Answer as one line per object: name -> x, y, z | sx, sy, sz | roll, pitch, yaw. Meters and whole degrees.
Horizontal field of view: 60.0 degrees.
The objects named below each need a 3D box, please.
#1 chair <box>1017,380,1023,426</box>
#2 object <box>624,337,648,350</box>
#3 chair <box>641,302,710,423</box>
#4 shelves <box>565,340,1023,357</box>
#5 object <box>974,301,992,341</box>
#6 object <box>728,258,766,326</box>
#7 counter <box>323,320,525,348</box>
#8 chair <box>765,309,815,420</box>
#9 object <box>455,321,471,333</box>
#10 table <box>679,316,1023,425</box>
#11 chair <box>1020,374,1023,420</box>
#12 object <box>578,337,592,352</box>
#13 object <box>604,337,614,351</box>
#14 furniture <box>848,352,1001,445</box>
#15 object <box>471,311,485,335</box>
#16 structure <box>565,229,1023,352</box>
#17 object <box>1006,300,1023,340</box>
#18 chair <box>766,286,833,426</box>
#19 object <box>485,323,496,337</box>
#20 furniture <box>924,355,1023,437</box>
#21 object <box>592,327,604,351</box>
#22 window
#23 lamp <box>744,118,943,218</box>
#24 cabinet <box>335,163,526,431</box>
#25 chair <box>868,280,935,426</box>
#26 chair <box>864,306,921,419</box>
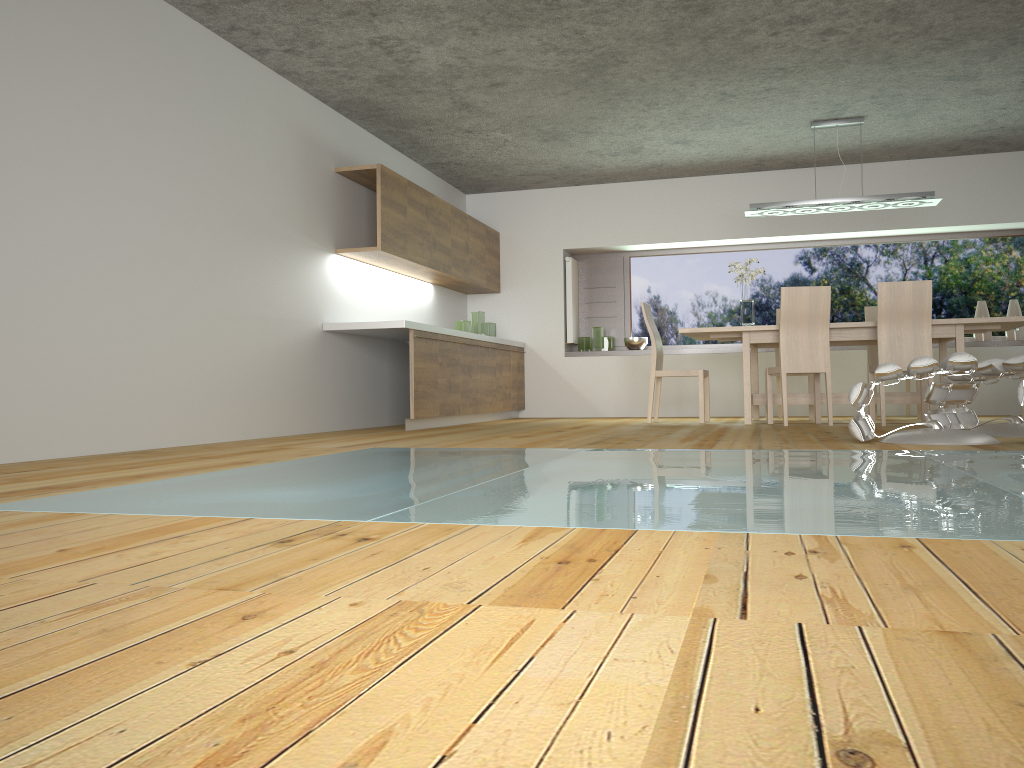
chair -> 2.803, -0.210, 3.962 | 0.913, 0.970, 0.569 | -2, -2, 41
object -> 1.309, -0.418, 9.349 | 0.247, 0.137, 0.247 | 0, -1, -39
chair -> 1.385, -0.183, 7.504 | 0.506, 1.018, 0.404 | -1, -2, 19
shelves -> 2.952, -0.349, 8.892 | 4.869, 0.054, 0.403 | -1, -1, 16
object -> 4.458, -0.594, 8.402 | 0.153, 0.385, 0.153 | -1, -2, 12
object -> 1.954, -0.746, 7.353 | 0.304, 0.608, 0.302 | -1, -2, 19
counter -> -0.624, -0.417, 8.008 | 0.652, 0.054, 3.283 | -1, -1, 16
chair -> 2.518, -0.194, 7.941 | 0.404, 1.018, 0.506 | -2, -2, 27
object -> -0.468, -0.521, 8.473 | 0.111, 0.160, 0.112 | -2, -2, 41
table -> 2.686, -0.074, 7.086 | 2.499, 0.756, 1.199 | -1, -1, 19
chair -> 4.089, -0.227, 6.630 | 0.506, 1.018, 0.404 | -2, -2, 29
object -> 0.782, -0.422, 9.482 | 0.112, 0.160, 0.111 | 0, -2, -34
object -> 1.031, -0.425, 9.484 | 0.111, 0.160, 0.112 | -1, -2, 1
furniture -> 2.055, 0.069, 4.448 | 0.686, 0.440, 0.569 | -1, -1, 23
object -> -0.330, -0.570, 8.593 | 0.099, 0.259, 0.099 | -3, -3, 41
structure -> 2.949, -0.893, 8.935 | 4.874, 1.155, 0.525 | -1, -2, 16
object -> 4.720, -0.598, 8.327 | 0.153, 0.385, 0.153 | -1, -2, 12
chair -> 2.168, -0.201, 6.683 | 0.404, 1.018, 0.505 | -1, -2, 5
object -> -0.231, -0.522, 8.761 | 0.112, 0.160, 0.111 | -2, -2, 41
furniture -> 2.769, 0.064, 4.982 | 0.569, 0.440, 0.685 | 0, -1, -39
object -> 0.911, -0.472, 9.384 | 0.099, 0.259, 0.099 | -2, -2, 21
window -> 3.292, -0.926, 9.060 | 4.185, 0.979, 0.012 | -1, -2, 16
lamp -> 2.662, -1.785, 7.233 | 1.490, 0.720, 0.290 | -1, -2, 16
cabinet -> -0.599, -0.646, 8.109 | 0.656, 2.006, 3.090 | -1, -1, 16
chair -> 2.825, -0.212, 6.433 | 0.404, 1.018, 0.506 | -1, -2, 16
chair -> 3.357, -0.207, 7.845 | 0.404, 1.018, 0.506 | -1, -2, 15
